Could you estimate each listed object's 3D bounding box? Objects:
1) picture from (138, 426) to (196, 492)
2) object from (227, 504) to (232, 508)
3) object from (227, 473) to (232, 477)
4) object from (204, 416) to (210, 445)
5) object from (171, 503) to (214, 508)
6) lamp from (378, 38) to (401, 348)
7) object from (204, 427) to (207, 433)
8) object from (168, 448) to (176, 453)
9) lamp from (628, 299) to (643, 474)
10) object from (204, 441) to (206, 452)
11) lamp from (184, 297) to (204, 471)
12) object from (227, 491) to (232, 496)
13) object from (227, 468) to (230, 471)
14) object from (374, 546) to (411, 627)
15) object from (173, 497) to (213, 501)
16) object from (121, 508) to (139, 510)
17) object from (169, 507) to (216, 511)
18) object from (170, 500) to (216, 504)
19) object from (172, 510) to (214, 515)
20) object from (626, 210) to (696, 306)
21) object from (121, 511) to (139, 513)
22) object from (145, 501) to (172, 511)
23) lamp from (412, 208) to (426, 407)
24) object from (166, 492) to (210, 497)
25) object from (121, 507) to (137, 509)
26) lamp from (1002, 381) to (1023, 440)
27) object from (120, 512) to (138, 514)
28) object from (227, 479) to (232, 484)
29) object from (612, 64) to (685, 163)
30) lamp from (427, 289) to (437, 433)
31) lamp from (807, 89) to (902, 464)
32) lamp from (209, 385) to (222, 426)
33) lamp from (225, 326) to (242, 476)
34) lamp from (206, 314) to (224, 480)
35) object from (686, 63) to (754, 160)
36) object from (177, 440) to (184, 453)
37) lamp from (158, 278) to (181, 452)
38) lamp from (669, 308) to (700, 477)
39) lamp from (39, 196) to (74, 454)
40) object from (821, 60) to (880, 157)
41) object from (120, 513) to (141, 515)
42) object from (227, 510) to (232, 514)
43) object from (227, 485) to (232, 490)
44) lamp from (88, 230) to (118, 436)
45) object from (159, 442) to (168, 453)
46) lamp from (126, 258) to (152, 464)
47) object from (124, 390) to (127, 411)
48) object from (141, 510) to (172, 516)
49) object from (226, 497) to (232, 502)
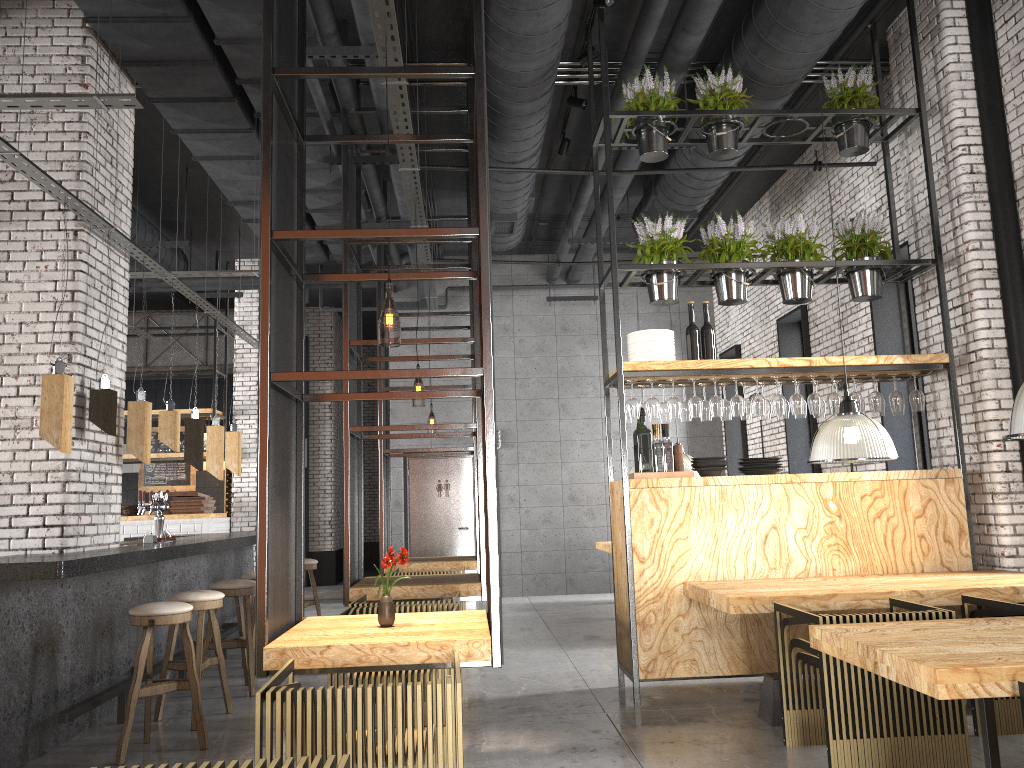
[{"bbox_3d":[-6.016,1.317,15.506,0.980,1.146,0.020,-1,-9,-3],"label":"picture"},{"bbox_3d":[-4.834,2.084,15.158,0.079,0.080,0.280,-1,-8,-3],"label":"object"},{"bbox_3d":[-4.853,1.566,15.256,0.079,0.079,0.283,-1,-8,-3],"label":"object"},{"bbox_3d":[-4.316,0.711,12.542,0.140,0.552,0.096,-2,-9,1],"label":"object"},{"bbox_3d":[-4.284,1.636,11.922,0.405,0.044,0.634,-1,-8,-7],"label":"object"},{"bbox_3d":[-0.606,-0.974,4.330,0.108,1.604,0.108,3,-10,-31],"label":"lamp"},{"bbox_3d":[-4.314,0.787,12.535,0.157,0.407,0.105,-2,-9,1],"label":"object"},{"bbox_3d":[-4.713,0.877,12.306,0.118,0.181,0.118,6,-12,-43],"label":"object"},{"bbox_3d":[1.635,0.060,11.169,0.536,2.413,0.536,-9,-11,38],"label":"lamp"},{"bbox_3d":[-4.225,0.861,12.303,0.118,0.181,0.118,-5,-9,21],"label":"object"},{"bbox_3d":[-2.764,-0.015,7.742,0.127,1.551,0.127,-1,-9,-3],"label":"lamp"},{"bbox_3d":[-4.842,1.878,15.206,0.079,0.080,0.280,-1,-8,-3],"label":"object"},{"bbox_3d":[-4.855,1.458,15.248,0.079,0.079,0.283,-1,-8,-3],"label":"object"},{"bbox_3d":[-0.542,0.922,4.061,0.171,0.356,0.156,7,-12,-44],"label":"object"},{"bbox_3d":[-4.287,1.548,11.936,0.405,0.044,0.634,-1,-8,-9],"label":"object"},{"bbox_3d":[-5.198,1.687,11.918,0.406,0.019,0.457,-8,-10,39],"label":"object"},{"bbox_3d":[-4.283,1.680,11.915,0.405,0.044,0.634,-2,-8,-1],"label":"object"},{"bbox_3d":[-4.286,1.592,11.929,0.405,0.044,0.634,-2,-8,-3],"label":"object"},{"bbox_3d":[-4.281,1.724,11.909,0.405,0.044,0.634,-1,-8,-8],"label":"object"},{"bbox_3d":[1.089,-0.857,6.416,0.416,0.561,0.466,5,-11,-37],"label":"object"},{"bbox_3d":[-5.187,1.719,11.916,0.458,0.019,0.406,3,-9,-34],"label":"object"},{"bbox_3d":[-4.737,1.645,11.912,0.436,0.154,0.439,-9,-11,43],"label":"object"},{"bbox_3d":[-0.734,-0.623,6.861,0.108,1.604,0.108,-10,-12,43],"label":"lamp"},{"bbox_3d":[-4.337,1.497,11.878,0.406,0.094,0.634,-1,-8,-6],"label":"object"},{"bbox_3d":[-5.172,1.671,11.923,0.457,0.019,0.406,-8,-10,39],"label":"object"},{"bbox_3d":[2.133,-0.998,3.562,0.536,2.413,0.535,-8,-11,33],"label":"lamp"},{"bbox_3d":[-5.179,1.735,11.914,0.458,0.019,0.406,-6,-9,25],"label":"object"},{"bbox_3d":[-4.848,1.668,15.224,0.079,0.079,0.283,-1,-8,-3],"label":"object"},{"bbox_3d":[1.040,-1.959,6.631,0.467,0.561,0.415,3,-10,-28],"label":"object"},{"bbox_3d":[-0.866,-0.265,9.441,0.108,1.604,0.108,-7,-10,28],"label":"lamp"},{"bbox_3d":[2.031,-0.721,5.560,0.536,2.413,0.535,-8,-11,33],"label":"lamp"},{"bbox_3d":[-5.141,0.480,15.355,0.390,0.940,0.389,-2,-9,-1],"label":"lamp"},{"bbox_3d":[-2.829,0.163,9.026,0.127,1.551,0.127,-1,-9,-3],"label":"lamp"},{"bbox_3d":[-2.796,0.103,8.379,0.127,1.612,0.127,-1,-9,-3],"label":"lamp"},{"bbox_3d":[1.563,-1.978,6.625,0.416,0.561,0.466,6,-12,-44],"label":"object"},{"bbox_3d":[-4.589,0.873,12.303,0.118,0.181,0.118,-7,-10,30],"label":"object"},{"bbox_3d":[-2.733,-0.167,7.110,0.127,1.424,0.127,-1,-9,-3],"label":"lamp"},{"bbox_3d":[1.723,-0.176,9.468,0.536,2.413,0.535,-8,-11,33],"label":"lamp"},{"bbox_3d":[-2.633,-0.371,5.175,0.127,1.551,0.127,-1,-9,-3],"label":"lamp"},{"bbox_3d":[2.547,-2.007,6.653,0.416,0.561,0.466,-3,-9,7],"label":"object"},{"bbox_3d":[-5.157,1.749,11.905,0.406,0.019,0.457,3,-9,-30],"label":"object"},{"bbox_3d":[-4.832,2.190,15.157,0.079,0.080,0.280,-1,-8,-3],"label":"object"},{"bbox_3d":[-4.844,1.769,15.185,0.079,0.079,0.283,-1,-8,-3],"label":"object"},{"bbox_3d":[-2.668,-0.357,5.829,0.127,1.399,0.127,-1,-9,-3],"label":"lamp"},{"bbox_3d":[-4.835,0.883,12.317,0.118,0.181,0.118,5,-11,-39],"label":"object"},{"bbox_3d":[-2.699,-0.193,6.459,0.127,1.551,0.127,-1,-9,-3],"label":"lamp"},{"bbox_3d":[-5.559,0.207,12.666,0.098,0.460,0.098,2,-10,-25],"label":"object"},{"bbox_3d":[-4.738,1.711,11.899,0.436,0.097,0.436,-5,-8,21],"label":"object"},{"bbox_3d":[-4.837,1.979,15.165,0.079,0.080,0.280,-1,-8,-3],"label":"object"}]
